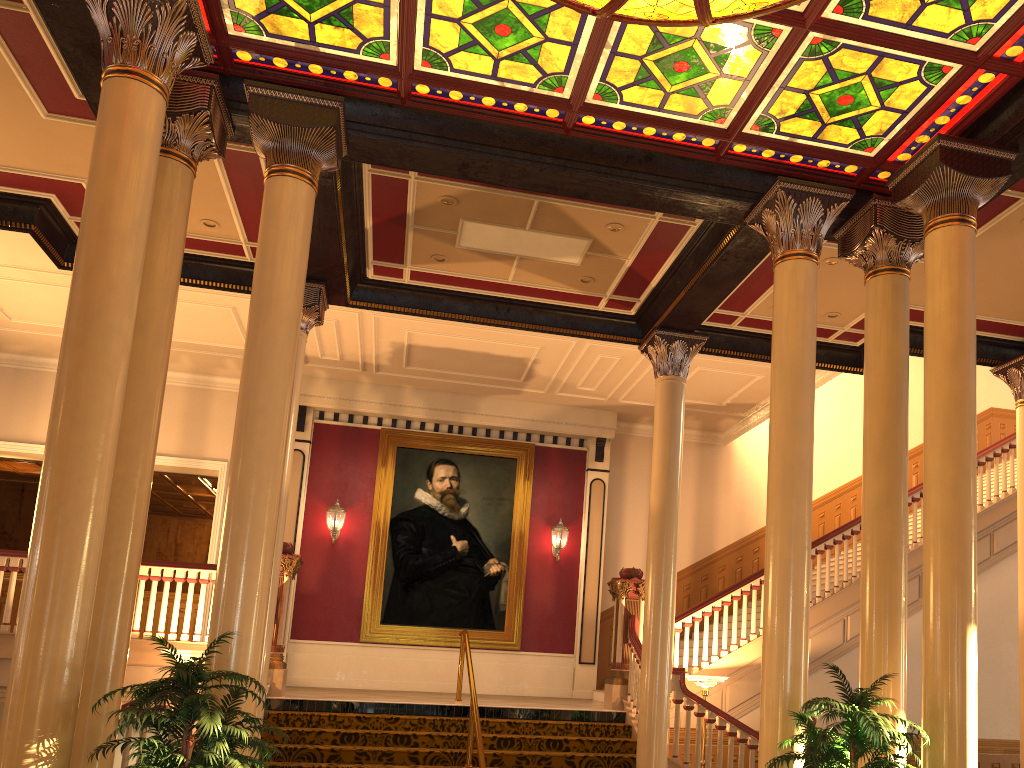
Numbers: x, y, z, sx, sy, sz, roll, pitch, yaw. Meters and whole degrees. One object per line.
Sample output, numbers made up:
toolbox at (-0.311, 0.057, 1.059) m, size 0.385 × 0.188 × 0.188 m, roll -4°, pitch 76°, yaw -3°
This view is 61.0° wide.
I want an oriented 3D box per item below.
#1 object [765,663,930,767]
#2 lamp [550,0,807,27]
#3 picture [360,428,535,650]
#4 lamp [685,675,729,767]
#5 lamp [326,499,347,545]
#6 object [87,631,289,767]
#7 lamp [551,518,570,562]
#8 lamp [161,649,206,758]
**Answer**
object at (2.229, 2.928, 5.754) m, size 1.044 × 2.097 × 1.099 m, roll -5°, pitch -14°, yaw 38°
lamp at (0.827, -2.548, 4.038) m, size 3.053 × 0.587 × 3.044 m, roll 7°, pitch -18°, yaw -11°
picture at (-0.993, 2.512, 14.096) m, size 2.591 × 3.365 × 0.055 m, roll 6°, pitch -9°, yaw -12°
lamp at (2.235, 4.442, 10.208) m, size 0.573 × 1.961 × 0.603 m, roll 2°, pitch -10°, yaw 8°
lamp at (-2.757, 2.157, 13.585) m, size 0.323 × 0.711 × 0.399 m, roll 5°, pitch -11°, yaw -9°
object at (-1.851, 2.440, 4.858) m, size 1.116 × 2.097 × 1.030 m, roll 8°, pitch -11°, yaw -21°
lamp at (0.774, 2.574, 14.335) m, size 0.323 × 0.711 × 0.399 m, roll 5°, pitch -11°, yaw -9°
lamp at (-3.477, 3.764, 8.986) m, size 0.605 × 1.961 × 0.571 m, roll 9°, pitch -11°, yaw -27°
